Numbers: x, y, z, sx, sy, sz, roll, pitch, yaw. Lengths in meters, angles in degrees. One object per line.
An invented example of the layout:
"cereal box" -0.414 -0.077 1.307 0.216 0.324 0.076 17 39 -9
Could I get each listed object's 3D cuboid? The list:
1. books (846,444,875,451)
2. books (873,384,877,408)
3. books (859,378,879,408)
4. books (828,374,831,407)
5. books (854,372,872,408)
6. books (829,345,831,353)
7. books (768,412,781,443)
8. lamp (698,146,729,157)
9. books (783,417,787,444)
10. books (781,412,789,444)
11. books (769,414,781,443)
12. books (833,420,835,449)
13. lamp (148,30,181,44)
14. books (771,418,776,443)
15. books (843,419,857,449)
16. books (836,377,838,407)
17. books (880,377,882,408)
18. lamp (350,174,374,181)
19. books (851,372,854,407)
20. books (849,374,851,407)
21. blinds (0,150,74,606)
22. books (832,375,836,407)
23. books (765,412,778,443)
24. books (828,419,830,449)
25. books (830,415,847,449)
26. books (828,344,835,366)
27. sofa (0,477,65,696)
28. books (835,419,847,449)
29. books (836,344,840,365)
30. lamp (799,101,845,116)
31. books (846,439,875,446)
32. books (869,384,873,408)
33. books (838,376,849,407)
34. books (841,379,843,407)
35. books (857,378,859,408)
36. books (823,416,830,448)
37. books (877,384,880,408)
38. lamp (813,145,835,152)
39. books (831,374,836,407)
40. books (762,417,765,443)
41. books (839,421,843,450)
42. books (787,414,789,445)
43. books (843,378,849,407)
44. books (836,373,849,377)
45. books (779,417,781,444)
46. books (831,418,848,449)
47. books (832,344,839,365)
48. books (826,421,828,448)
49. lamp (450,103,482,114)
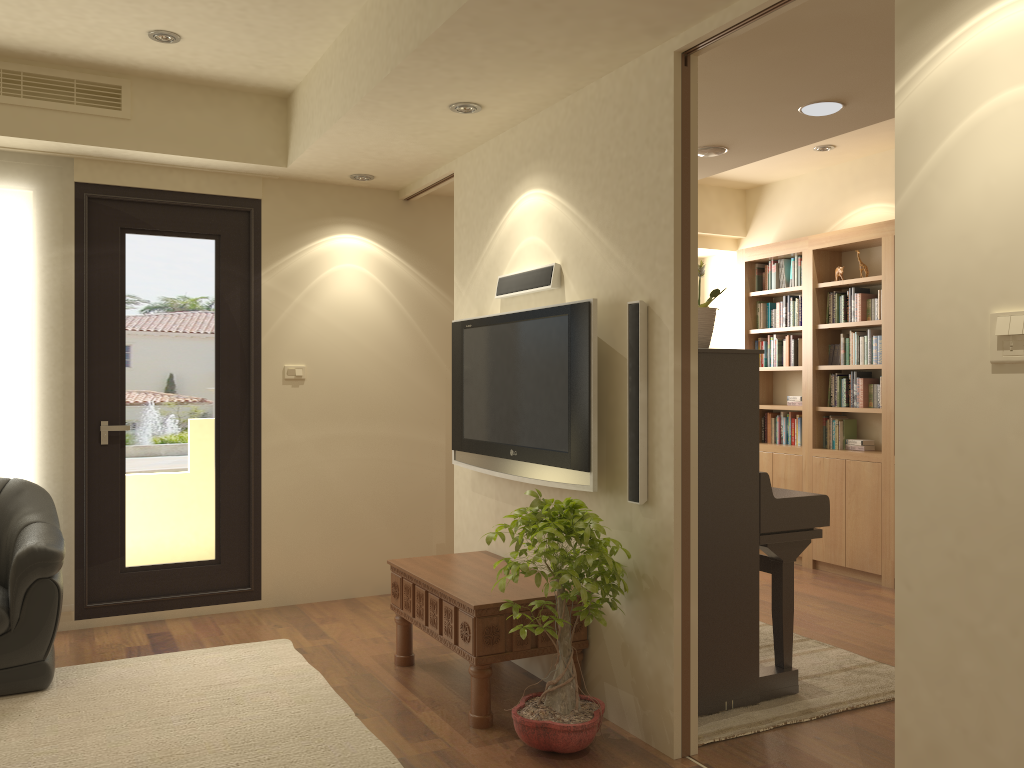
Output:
"books" 2.493 0.454 6.349 0.111 0.036 0.165 0 0 -27
"books" 2.583 0.084 6.218 0.111 0.165 0.036 0 0 -27
"books" 2.526 0.063 6.272 0.162 0.206 0.036 0 0 -27
"books" 2.394 0.046 6.543 0.148 0.242 0.035 0 0 -27
"books" 2.503 0.039 6.326 0.154 0.254 0.026 0 0 -27
"books" 2.384 -0.209 6.598 0.111 0.169 0.070 0 0 -27
"books" 2.121 0.352 7.138 0.158 0.243 0.016 0 0 -27
"lamp" 1.056 -1.234 4.744 0.200 0.027 0.201 0 0 -27
"books" 2.201 0.368 6.985 0.156 0.211 0.026 0 0 -27
"books" 2.190 0.346 7.009 0.154 0.254 0.026 0 0 -27
"books" 2.129 0.356 7.123 0.157 0.235 0.017 0 0 -27
"books" 2.408 0.369 6.472 0.163 0.207 0.026 0 0 -27
"lamp" -1.647 -1.663 4.202 0.143 0.059 0.143 0 0 -22
"books" 2.144 0.372 7.102 0.150 0.202 0.032 0 0 -27
"books" 2.450 0.365 6.429 0.127 0.215 0.011 0 0 -27
"books" 2.426 0.059 6.460 0.168 0.215 0.009 0 0 -27
"books" 2.603 0.059 6.117 0.168 0.215 0.013 0 0 -27
"lamp" -0.903 -1.263 5.342 0.143 0.059 0.143 0 0 -22
"books" 2.490 0.039 6.360 0.145 0.255 0.019 0 0 -27
"books" 2.482 0.048 6.383 0.139 0.237 0.026 0 0 -27
"blinds" -3.659 -0.018 4.212 2.830 2.453 0.002 0 0 -27
"books" 2.411 0.049 6.500 0.157 0.235 0.017 0 0 -27
"books" 2.109 0.352 7.169 0.152 0.242 0.019 0 0 -27
"books" 2.382 0.365 6.516 0.168 0.215 0.009 0 0 -27
"books" 2.392 0.351 6.506 0.158 0.243 0.016 0 0 -27
"books" 2.398 -0.209 6.563 0.111 0.169 0.070 0 0 -27
"sofa" -3.216 0.884 3.783 2.337 0.918 0.944 0 0 -27
"books" 2.418 0.365 6.447 0.167 0.215 0.026 0 0 -27
"books" 2.435 -0.209 6.496 0.111 0.169 0.070 0 0 -27
"lamp" 1.400 -1.234 4.006 0.200 0.027 0.201 0 0 -27
"books" 2.489 0.416 6.341 0.111 0.036 0.165 0 0 -22
"books" 2.566 0.084 6.251 0.111 0.165 0.036 0 0 -27
"books" 2.432 0.054 6.449 0.168 0.224 0.014 0 0 -27
"books" 2.451 0.065 6.431 0.150 0.202 0.032 0 0 -27
"books" 2.514 0.061 6.302 0.156 0.211 0.026 0 0 -27
"books" 2.365 0.355 6.561 0.157 0.235 0.017 0 0 -27
"books" 2.600 0.084 6.185 0.111 0.165 0.036 0 0 -27
"lamp" 2.174 -1.663 6.184 0.143 0.059 0.143 0 0 -22
"books" 2.404 0.046 6.519 0.152 0.242 0.019 0 0 -27
"books" 2.093 0.370 7.187 0.163 0.207 0.026 0 0 -27
"books" 2.431 0.371 6.431 0.158 0.202 0.011 0 0 -27
"books" 2.221 0.355 6.965 0.139 0.237 0.026 0 0 -27
"books" 2.459 0.063 6.401 0.163 0.207 0.026 0 0 -27
"books" 2.424 0.045 6.474 0.158 0.243 0.016 0 0 -27
"books" 2.175 0.366 7.022 0.168 0.215 0.009 0 0 -27
"books" 2.396 0.360 6.489 0.168 0.224 0.014 0 0 -27
"books" 2.419 -0.209 6.530 0.111 0.169 0.070 0 0 -27
"books" 2.380 0.371 6.540 0.150 0.202 0.032 0 0 -27
"lamp" -0.208 -1.263 4.000 0.143 0.059 0.143 0 0 -22
